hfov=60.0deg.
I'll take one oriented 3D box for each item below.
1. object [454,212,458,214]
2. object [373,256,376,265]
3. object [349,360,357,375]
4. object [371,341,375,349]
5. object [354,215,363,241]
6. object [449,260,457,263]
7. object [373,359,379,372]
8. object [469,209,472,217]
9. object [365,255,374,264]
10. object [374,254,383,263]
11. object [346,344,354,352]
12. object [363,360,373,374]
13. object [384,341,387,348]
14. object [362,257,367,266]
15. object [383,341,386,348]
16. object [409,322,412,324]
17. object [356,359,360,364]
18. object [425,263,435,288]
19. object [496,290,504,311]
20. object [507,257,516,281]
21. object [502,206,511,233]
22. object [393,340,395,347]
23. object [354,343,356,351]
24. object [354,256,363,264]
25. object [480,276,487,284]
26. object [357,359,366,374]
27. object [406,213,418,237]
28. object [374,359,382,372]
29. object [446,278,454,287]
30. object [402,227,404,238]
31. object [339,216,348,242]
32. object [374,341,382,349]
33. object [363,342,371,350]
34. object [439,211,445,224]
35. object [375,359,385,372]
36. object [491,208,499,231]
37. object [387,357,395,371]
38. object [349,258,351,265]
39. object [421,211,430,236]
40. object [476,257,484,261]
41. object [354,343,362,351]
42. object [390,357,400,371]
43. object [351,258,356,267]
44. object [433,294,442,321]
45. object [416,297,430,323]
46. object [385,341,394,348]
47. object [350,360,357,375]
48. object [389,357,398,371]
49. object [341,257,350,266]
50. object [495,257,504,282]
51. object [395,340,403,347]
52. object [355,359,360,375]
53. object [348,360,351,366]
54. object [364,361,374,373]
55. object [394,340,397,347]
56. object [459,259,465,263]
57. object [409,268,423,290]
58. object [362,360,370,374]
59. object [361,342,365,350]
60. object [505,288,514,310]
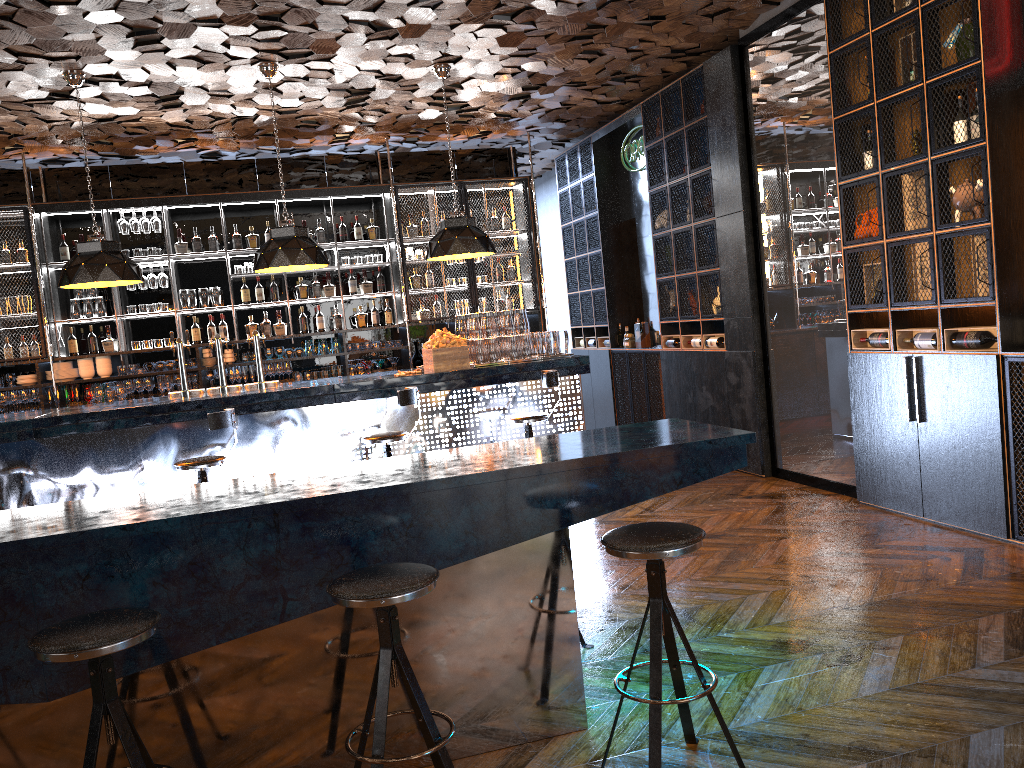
[{"bbox_3d":[-0.619,-1.814,9.998,0.123,0.279,0.123,-7,4,-12],"label":"object"},{"bbox_3d":[-1.526,-1.374,9.862,0.089,0.092,0.089,-4,4,24],"label":"object"},{"bbox_3d":[-1.719,-0.164,9.534,0.089,0.174,0.089,-3,5,35],"label":"object"},{"bbox_3d":[-1.497,-0.424,9.704,0.084,0.082,0.084,-6,4,-9],"label":"object"},{"bbox_3d":[-1.690,-1.698,9.730,0.086,0.298,0.086,-3,5,33],"label":"object"},{"bbox_3d":[-0.669,-1.472,9.903,0.092,0.244,0.092,-7,4,-21],"label":"object"},{"bbox_3d":[-1.499,-0.199,9.885,0.106,0.148,0.106,-4,4,23],"label":"object"},{"bbox_3d":[-0.468,-1.834,10.039,0.083,0.282,0.083,-8,5,-30],"label":"object"},{"bbox_3d":[-1.553,-1.358,9.678,0.089,0.092,0.089,-4,4,24],"label":"object"},{"bbox_3d":[-1.459,-1.369,9.711,0.089,0.092,0.089,-8,5,-30],"label":"object"},{"bbox_3d":[-1.739,-0.388,9.539,0.084,0.082,0.084,-7,4,-23],"label":"object"},{"bbox_3d":[-1.574,-0.181,9.743,0.106,0.148,0.106,-4,4,17],"label":"object"},{"bbox_3d":[-1.361,-0.437,9.780,0.088,0.070,0.098,-5,4,8],"label":"object"},{"bbox_3d":[-1.627,-1.361,9.821,0.089,0.092,0.089,-8,5,-30],"label":"object"},{"bbox_3d":[-1.386,-0.442,9.877,0.088,0.070,0.098,-8,5,-31],"label":"object"},{"bbox_3d":[-1.178,-0.819,9.889,0.086,0.298,0.086,-3,5,33],"label":"object"},{"bbox_3d":[-1.693,-0.186,9.806,0.089,0.174,0.089,-3,5,35],"label":"object"},{"bbox_3d":[-0.927,-1.213,9.950,0.086,0.298,0.086,-3,5,33],"label":"object"},{"bbox_3d":[-0.146,-0.933,10.170,0.083,0.282,0.083,-8,5,-30],"label":"object"},{"bbox_3d":[-0.013,-1.314,10.191,0.083,0.282,0.083,-6,4,-5],"label":"object"},{"bbox_3d":[-0.072,-1.891,10.177,0.086,0.298,0.086,-2,5,38],"label":"object"},{"bbox_3d":[-1.282,-0.451,9.857,0.088,0.070,0.098,-3,5,31],"label":"object"},{"bbox_3d":[-1.681,-0.402,9.655,0.084,0.082,0.084,-6,4,2],"label":"object"},{"bbox_3d":[-1.674,-1.346,9.684,0.089,0.092,0.089,-7,4,-16],"label":"object"},{"bbox_3d":[-0.322,-1.180,10.065,0.089,0.092,0.089,-8,5,-31],"label":"object"},{"bbox_3d":[-1.632,-0.179,9.620,0.089,0.174,0.089,-3,5,35],"label":"object"},{"bbox_3d":[-1.111,-1.753,9.845,0.123,0.279,0.123,-6,4,-7],"label":"object"},{"bbox_3d":[-1.465,-0.194,9.775,0.106,0.148,0.106,-5,4,13],"label":"object"},{"bbox_3d":[-0.690,-1.133,9.919,0.089,0.092,0.089,-8,5,-31],"label":"object"},{"bbox_3d":[-1.258,-1.746,9.824,0.086,0.299,0.086,-3,5,33],"label":"object"},{"bbox_3d":[-1.840,-1.678,9.659,0.086,0.299,0.086,-3,5,33],"label":"object"},{"bbox_3d":[-1.453,-0.422,9.614,0.084,0.082,0.084,-8,5,-33],"label":"object"},{"bbox_3d":[-1.567,-0.408,9.583,0.084,0.082,0.084,-6,4,2],"label":"object"},{"bbox_3d":[-0.768,-1.798,9.955,0.083,0.282,0.083,-7,4,-15],"label":"object"},{"bbox_3d":[-1.433,-0.189,9.663,0.106,0.148,0.106,-6,4,-6],"label":"object"},{"bbox_3d":[-0.198,-1.865,10.114,0.083,0.282,0.083,-6,4,0],"label":"object"},{"bbox_3d":[-1.341,-0.219,9.921,0.107,0.152,0.107,-6,4,-10],"label":"object"},{"bbox_3d":[-1.820,-1.337,9.757,0.089,0.092,0.089,-3,5,29],"label":"object"},{"bbox_3d":[-0.973,-1.781,9.901,0.086,0.297,0.086,-3,5,33],"label":"object"},{"bbox_3d":[-0.370,-1.508,9.986,0.092,0.244,0.092,-7,4,-21],"label":"object"},{"bbox_3d":[-1.661,-0.397,9.558,0.084,0.082,0.084,-7,4,-15],"label":"object"},{"bbox_3d":[-1.268,-0.209,9.686,0.107,0.152,0.107,-5,4,10],"label":"object"},{"bbox_3d":[-1.734,-1.350,9.817,0.089,0.092,0.089,-8,5,-30],"label":"object"},{"bbox_3d":[-0.841,-0.859,9.979,0.086,0.299,0.086,-3,5,33],"label":"object"},{"bbox_3d":[-0.998,-0.828,9.918,0.123,0.279,0.123,-8,5,-26],"label":"object"},{"bbox_3d":[-1.336,-0.433,9.686,0.088,0.070,0.098,-4,4,20],"label":"object"},{"bbox_3d":[-1.735,-0.169,9.629,0.089,0.174,0.089,-3,5,35],"label":"object"},{"bbox_3d":[-1.301,-0.214,9.798,0.107,0.152,0.107,-6,4,-2],"label":"object"},{"bbox_3d":[-1.804,-1.328,9.617,0.089,0.092,0.089,-8,5,-30],"label":"object"},{"bbox_3d":[-0.145,-1.307,10.157,0.086,0.299,0.086,-3,5,33],"label":"object"},{"bbox_3d":[-1.225,-0.442,9.665,0.088,0.070,0.098,-6,4,-6],"label":"object"},{"bbox_3d":[-1.680,-0.180,9.708,0.089,0.174,0.089,-3,5,35],"label":"object"},{"bbox_3d":[-1.771,-0.172,9.716,0.089,0.174,0.089,-3,5,35],"label":"object"},{"bbox_3d":[-1.544,-0.176,9.630,0.106,0.148,0.106,-5,4,3],"label":"object"},{"bbox_3d":[-1.255,-0.446,9.759,0.098,0.070,0.088,-5,4,11],"label":"object"},{"bbox_3d":[-0.564,-1.485,9.932,0.092,0.244,0.092,-7,4,-21],"label":"object"},{"bbox_3d":[-1.068,-1.170,9.897,0.151,0.248,0.094,-6,4,-7],"label":"object"},{"bbox_3d":[-1.609,-0.186,9.855,0.106,0.148,0.106,-5,4,3],"label":"object"},{"bbox_3d":[-1.623,-0.416,9.769,0.084,0.082,0.084,-7,4,-18],"label":"object"},{"bbox_3d":[-0.031,-0.955,10.216,0.086,0.298,0.086,-3,5,33],"label":"object"}]
